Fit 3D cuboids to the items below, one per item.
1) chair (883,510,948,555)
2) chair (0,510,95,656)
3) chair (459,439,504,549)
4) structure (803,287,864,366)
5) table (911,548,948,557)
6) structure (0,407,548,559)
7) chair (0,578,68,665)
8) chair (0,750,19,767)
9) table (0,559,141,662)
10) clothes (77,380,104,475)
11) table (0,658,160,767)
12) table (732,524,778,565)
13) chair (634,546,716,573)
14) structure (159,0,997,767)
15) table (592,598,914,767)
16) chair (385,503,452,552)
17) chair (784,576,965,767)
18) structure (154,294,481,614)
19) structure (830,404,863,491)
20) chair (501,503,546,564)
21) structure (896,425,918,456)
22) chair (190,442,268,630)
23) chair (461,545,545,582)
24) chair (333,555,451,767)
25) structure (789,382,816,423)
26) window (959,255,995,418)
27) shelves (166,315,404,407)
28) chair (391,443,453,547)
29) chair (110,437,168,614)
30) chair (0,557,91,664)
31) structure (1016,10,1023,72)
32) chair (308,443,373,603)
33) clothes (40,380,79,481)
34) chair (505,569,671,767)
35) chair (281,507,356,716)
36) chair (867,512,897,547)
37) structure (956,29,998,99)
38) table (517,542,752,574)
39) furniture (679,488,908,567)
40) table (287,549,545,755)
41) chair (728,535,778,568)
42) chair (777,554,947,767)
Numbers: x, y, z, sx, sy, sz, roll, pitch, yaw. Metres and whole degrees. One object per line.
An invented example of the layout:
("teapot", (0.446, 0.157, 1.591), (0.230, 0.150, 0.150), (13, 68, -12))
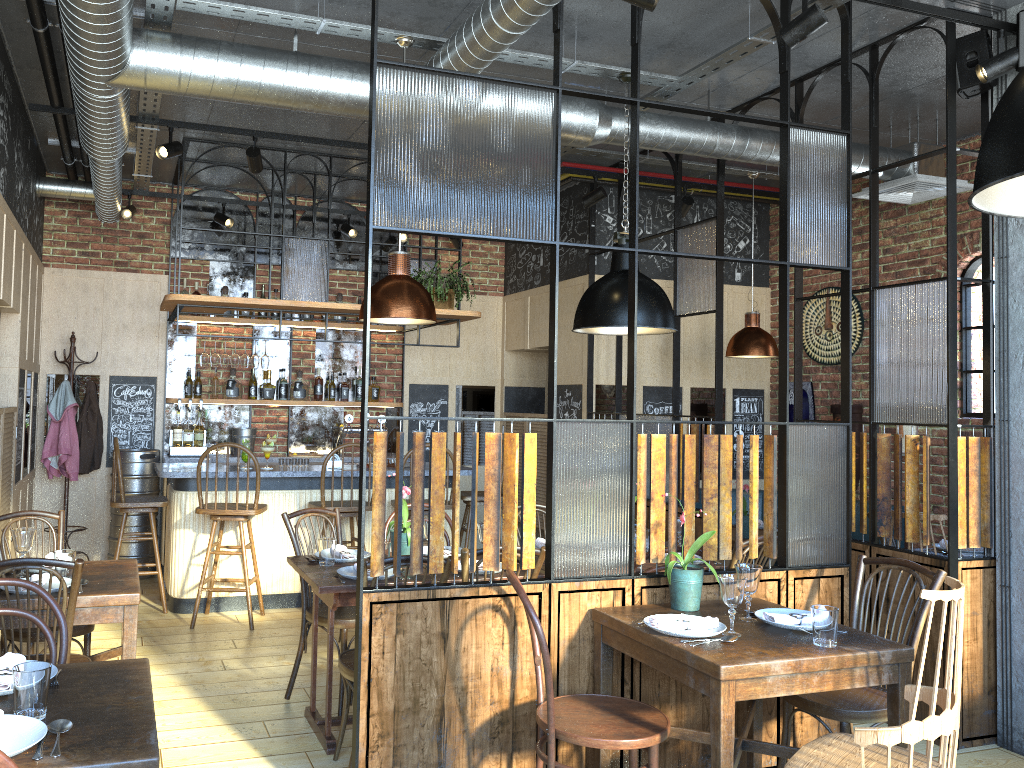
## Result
("chair", (2.059, 1.123, 4.322), (0.431, 1.007, 0.559), (3, -3, -36))
("chair", (-2.158, 1.067, 4.051), (0.546, 0.916, 0.386), (-1, -3, 43))
("chair", (-0.253, 1.038, 7.015), (0.405, 1.196, 0.443), (2, -3, -13))
("structure", (2.484, -0.454, 6.903), (0.076, 0.620, 0.685), (2, -2, -26))
("table", (2.544, 1.274, 4.568), (0.727, 0.728, 0.774), (2, -2, -22))
("structure", (-1.511, 0.699, 6.560), (1.330, 0.995, 4.763), (-1, -2, 43))
("chair", (-1.417, 1.046, 2.421), (0.420, 0.921, 0.571), (2, -3, -30))
("chair", (-1.096, 1.037, 1.719), (0.435, 0.921, 0.553), (1, -2, -6))
("table", (-1.931, 1.160, 3.597), (0.727, 0.728, 0.774), (2, -2, -22))
("clothes", (-3.435, 0.356, 7.186), (0.204, 0.771, 0.245), (2, -3, -25))
("table", (-1.243, 1.140, 2.060), (0.727, 0.728, 0.774), (2, -2, -22))
("table", (1.694, 1.356, 6.258), (0.721, 0.603, 0.767), (2, -2, -22))
("chair", (0.610, 1.118, 3.781), (0.435, 0.921, 0.553), (1, -2, -6))
("structure", (-0.942, -0.083, 5.157), (5.580, 3.329, 6.307), (2, -2, -38))
("table", (0.790, 1.204, 3.043), (0.727, 0.728, 0.774), (2, -2, -22))
("chair", (-0.474, 1.114, 4.613), (0.435, 0.921, 0.553), (1, -2, -6))
("chair", (1.075, 1.064, 2.565), (0.472, 1.007, 0.510), (-1, -3, 40))
("structure", (-1.645, 0.517, 7.074), (2.267, 2.176, 1.794), (2, -2, -21))
("structure", (2.530, 0.481, 6.660), (0.155, 0.656, 0.268), (2, -3, -23))
("chair", (0.203, 1.131, 4.757), (0.392, 0.916, 0.538), (2, -2, -23))
("structure", (2.764, -0.056, 6.195), (0.090, 1.121, 0.239), (2, -3, -23))
("chair", (-1.866, 0.979, 5.863), (0.434, 1.196, 0.413), (1, -2, -3))
("chair", (-0.120, 1.102, 3.726), (0.395, 0.916, 0.534), (2, -2, -18))
("chair", (-0.477, 1.088, 3.455), (0.395, 0.916, 0.534), (2, -2, -18))
("structure", (2.321, 0.261, 7.180), (0.110, 0.560, 0.334), (2, -3, -24))
("window", (2.312, -0.444, 1.589), (3.591, 2.432, 8.154), (0, -2, 33))
("shelves", (-2.048, -0.184, 8.033), (2.054, 0.747, 0.622), (2, -2, -20))
("chair", (-0.643, 1.015, 6.339), (0.424, 1.196, 0.423), (2, -3, -18))
("chair", (-2.614, 0.970, 6.165), (0.399, 1.196, 0.449), (2, -3, -23))
("chair", (-1.760, 1.057, 3.250), (0.395, 0.916, 0.534), (2, -2, -18))
("structure", (2.265, -1.478, 3.797), (0.170, 0.268, 0.179), (0, -2, 18))
("chair", (-1.183, 0.999, 6.144), (0.418, 1.196, 0.428), (2, -3, -28))
("clothes", (-3.533, 0.363, 6.918), (0.272, 0.792, 0.239), (1, -3, 5))
("chair", (0.245, 1.092, 2.933), (0.551, 0.921, 0.436), (1, -2, 1))
("chair", (-0.864, 1.101, 4.385), (0.546, 0.916, 0.386), (-1, -3, 43))
("chair", (2.325, 1.180, 4.994), (0.544, 0.916, 0.387), (0, -3, 33))
("structure", (2.140, -1.475, 4.083), (0.193, 0.268, 0.158), (-1, -3, 41))
("table", (0.562, 1.229, 4.429), (0.999, 0.728, 0.750), (2, -2, -21))
("furniture", (1.796, 1.254, 6.571), (1.445, 0.823, 1.488), (2, -2, -22))
("table", (-0.471, 1.199, 4.058), (0.999, 0.728, 0.750), (2, -2, -21))
("chair", (0.952, 1.132, 4.109), (0.387, 0.916, 0.545), (3, -3, -38))
("chair", (1.266, 1.120, 3.250), (0.502, 0.916, 0.420), (2, -3, -27))
